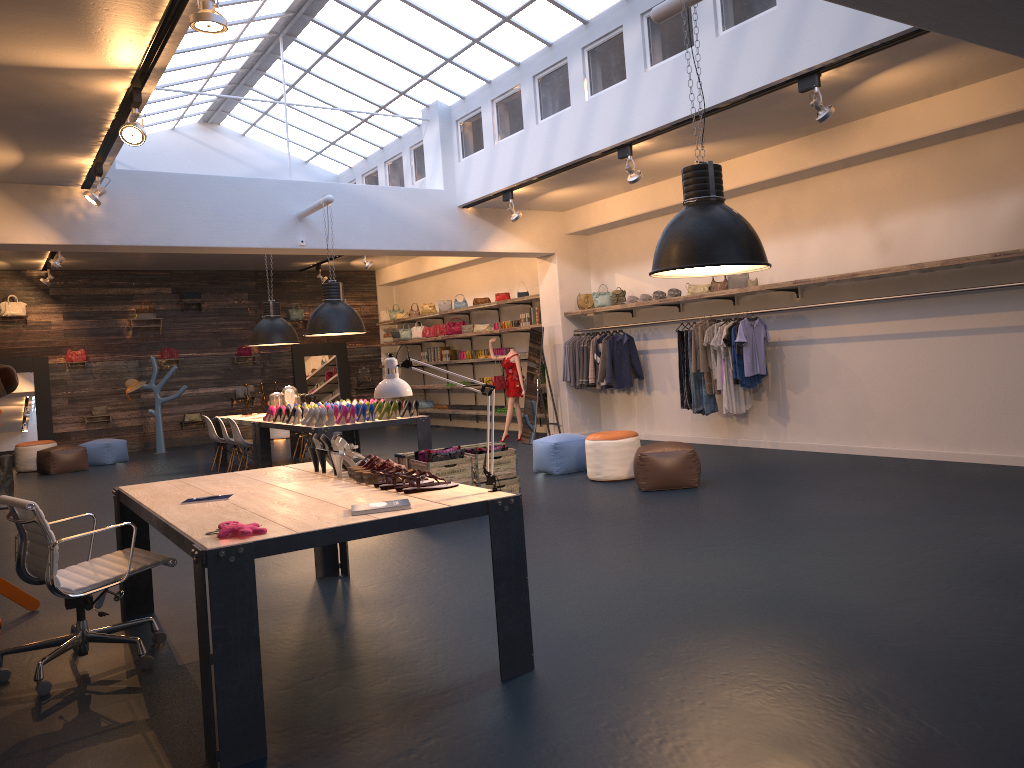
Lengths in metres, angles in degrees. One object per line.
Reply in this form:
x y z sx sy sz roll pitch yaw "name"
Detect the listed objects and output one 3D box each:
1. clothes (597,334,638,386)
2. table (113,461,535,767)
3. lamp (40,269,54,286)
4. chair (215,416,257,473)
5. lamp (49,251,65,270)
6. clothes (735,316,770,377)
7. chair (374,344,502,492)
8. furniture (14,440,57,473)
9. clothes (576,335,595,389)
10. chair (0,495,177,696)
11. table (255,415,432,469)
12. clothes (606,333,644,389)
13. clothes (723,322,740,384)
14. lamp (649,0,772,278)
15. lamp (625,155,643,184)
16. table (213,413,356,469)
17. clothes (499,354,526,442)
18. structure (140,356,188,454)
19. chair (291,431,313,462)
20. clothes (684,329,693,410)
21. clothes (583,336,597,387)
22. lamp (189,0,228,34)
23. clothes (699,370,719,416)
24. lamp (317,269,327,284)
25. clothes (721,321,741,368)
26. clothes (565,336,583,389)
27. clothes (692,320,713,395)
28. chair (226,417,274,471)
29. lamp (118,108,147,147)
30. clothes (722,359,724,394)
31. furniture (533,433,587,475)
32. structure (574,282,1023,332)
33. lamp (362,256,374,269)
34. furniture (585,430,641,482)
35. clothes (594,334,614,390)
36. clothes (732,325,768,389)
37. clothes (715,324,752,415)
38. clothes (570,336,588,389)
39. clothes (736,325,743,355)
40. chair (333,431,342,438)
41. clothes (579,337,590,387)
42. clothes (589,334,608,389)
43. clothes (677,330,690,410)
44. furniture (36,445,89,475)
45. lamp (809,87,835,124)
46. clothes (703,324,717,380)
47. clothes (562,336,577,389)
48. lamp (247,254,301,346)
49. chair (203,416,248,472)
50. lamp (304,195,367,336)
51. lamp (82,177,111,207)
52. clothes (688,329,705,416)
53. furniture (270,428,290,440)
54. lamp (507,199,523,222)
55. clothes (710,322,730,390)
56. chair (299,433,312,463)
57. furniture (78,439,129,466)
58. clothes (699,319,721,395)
1.514 -0.346 12.521 0.762 0.736 0.159 -4 -1 -36 "clothes"
-1.079 0.896 4.292 1.337 0.741 2.334 -4 2 -32 "table"
-8.059 -1.832 15.049 0.235 0.328 0.185 -4 -1 10 "lamp"
-3.734 0.816 11.895 0.583 0.802 0.433 -4 -1 -26 "chair"
-6.790 -1.854 12.966 0.235 0.328 0.185 -4 -1 10 "lamp"
2.871 -0.447 10.254 0.594 0.700 0.113 -4 -1 -36 "clothes"
-0.327 0.186 3.882 0.553 0.746 0.166 -4 -1 2 "chair"
-7.781 1.177 14.209 0.626 0.481 0.535 -4 0 -30 "furniture"
1.190 -0.343 13.037 0.573 0.802 0.173 -3 -1 -38 "clothes"
-2.010 0.916 4.138 0.640 0.838 0.723 -4 0 37 "chair"
-2.030 0.782 10.228 1.337 0.741 2.334 -4 2 -32 "table"
1.591 -0.338 12.394 0.731 0.797 0.161 -4 -1 -35 "clothes"
2.765 -0.375 10.426 0.607 0.752 0.127 -4 -1 -32 "clothes"
1.064 -1.458 4.947 0.655 1.649 0.743 -4 -1 26 "lamp"
1.305 -2.285 9.294 0.175 0.328 0.248 -4 0 14 "lamp"
-3.254 0.803 12.237 1.337 0.741 2.334 -4 2 -32 "table"
0.024 0.213 13.787 0.318 1.387 0.499 -5 -2 44 "clothes"
-6.537 0.371 16.148 0.994 1.810 0.167 -4 -1 -10 "structure"
-3.041 0.734 13.104 0.588 0.802 0.429 -3 -1 -32 "chair"
2.332 -0.182 11.172 0.248 1.049 0.136 -3 -2 -34 "clothes"
1.301 -0.337 12.833 0.710 0.755 0.118 -4 -1 -33 "clothes"
-1.566 -1.924 4.470 0.194 0.376 0.163 -3 -1 -44 "lamp"
2.451 -0.167 11.033 0.221 1.138 0.217 -3 -1 -26 "clothes"
-3.906 -2.193 17.846 0.235 0.328 0.185 -4 -1 10 "lamp"
2.735 -0.468 10.480 0.564 0.587 0.072 -4 -1 -35 "clothes"
1.014 -0.330 13.253 0.586 0.816 0.112 -3 -1 -35 "clothes"
2.472 -0.336 10.922 0.565 0.948 0.169 -3 -1 -38 "clothes"
-3.415 0.811 11.368 0.589 0.802 0.428 -3 -1 -34 "chair"
-2.819 -1.933 6.529 0.171 0.315 0.264 -4 0 23 "lamp"
2.673 -0.259 10.600 0.357 0.878 0.085 -3 -1 -33 "clothes"
0.588 0.777 9.880 0.703 0.423 0.595 -4 1 -34 "furniture"
3.042 -0.849 9.951 0.042 0.039 8.011 -4 1 -31 "structure"
-2.628 -2.215 15.748 0.235 0.328 0.185 -4 -1 10 "lamp"
1.061 0.741 9.051 0.626 0.481 0.535 -4 0 -30 "furniture"
1.430 -0.327 12.649 0.611 0.795 0.114 -3 -1 -33 "clothes"
2.827 -0.331 10.348 0.529 0.770 0.115 -3 -1 -35 "clothes"
2.713 -0.186 10.553 0.542 1.111 0.120 -3 -1 -35 "clothes"
1.112 -0.342 13.164 0.573 0.802 0.173 -3 -1 -38 "clothes"
2.796 -0.518 10.322 0.494 0.371 0.127 -4 -1 -35 "clothes"
-2.396 0.722 12.048 0.591 0.802 0.426 -3 -1 -39 "chair"
1.254 -0.336 12.911 0.710 0.755 0.118 -4 -1 -33 "clothes"
1.379 -0.335 12.737 0.731 0.797 0.161 -4 -1 -35 "clothes"
2.244 -0.184 11.286 0.248 1.049 0.136 -3 -2 -34 "clothes"
-7.071 1.175 13.652 0.594 0.423 0.703 -3 1 41 "furniture"
2.565 -2.307 7.227 0.235 0.328 0.185 -4 -1 10 "lamp"
2.589 -0.399 10.714 0.595 0.686 0.107 -4 -1 -35 "clothes"
0.981 -0.329 13.306 0.586 0.816 0.112 -3 -1 -35 "clothes"
-3.425 -1.379 12.312 0.698 1.649 0.701 -4 -1 3 "lamp"
-4.095 0.825 12.402 0.589 0.802 0.428 -3 -1 -34 "chair"
-2.119 -1.402 10.173 0.760 1.649 0.639 -3 -1 -42 "lamp"
-4.146 -1.901 8.634 0.169 0.328 0.256 -4 0 28 "lamp"
2.349 -0.160 11.040 0.144 1.138 0.249 -5 -2 38 "clothes"
-4.685 0.866 17.692 0.626 0.481 0.535 -4 0 -30 "furniture"
0.018 -2.262 11.398 0.246 0.328 0.177 -4 -1 -6 "lamp"
2.638 -0.349 10.644 0.553 0.832 0.130 -3 -1 -32 "clothes"
-2.778 0.733 12.542 0.589 0.802 0.428 -3 -1 -34 "chair"
-6.872 1.134 14.599 0.641 0.423 0.656 -4 1 6 "furniture"
2.521 -0.337 10.832 0.565 0.948 0.169 -3 -1 -38 "clothes"
